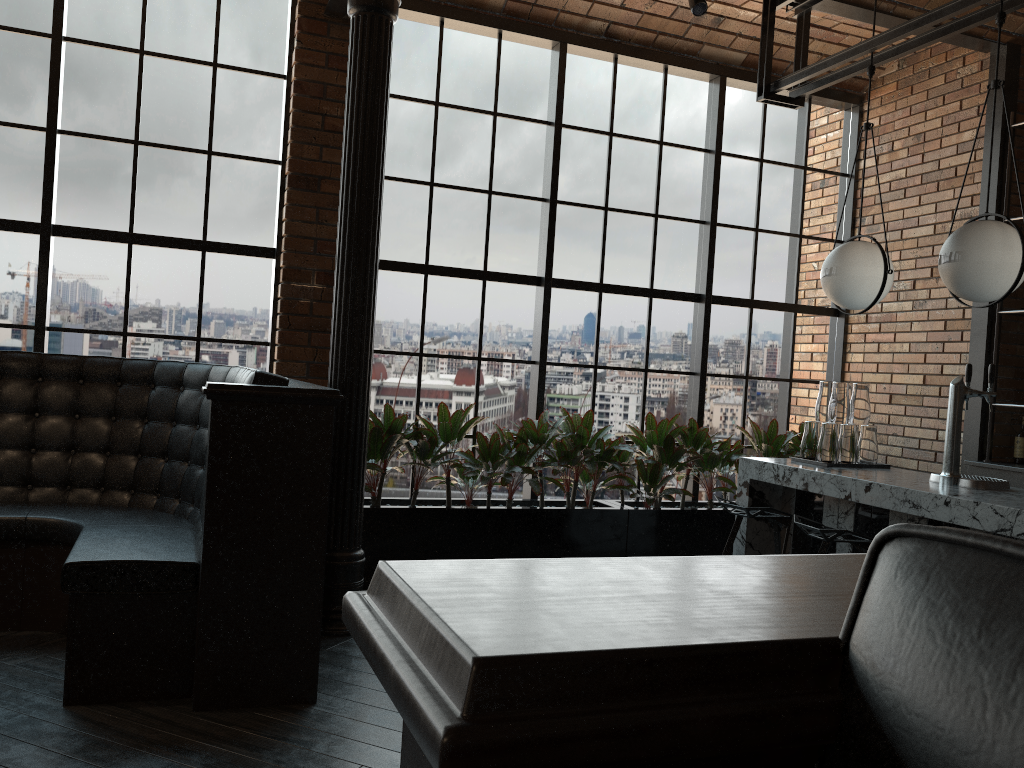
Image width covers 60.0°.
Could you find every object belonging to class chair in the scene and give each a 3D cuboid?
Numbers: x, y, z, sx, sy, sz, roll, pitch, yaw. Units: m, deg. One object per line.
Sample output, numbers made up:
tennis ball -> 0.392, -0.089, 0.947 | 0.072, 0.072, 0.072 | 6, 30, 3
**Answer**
chair -> 1.362, 0.933, 3.633 | 0.414, 0.737, 0.475 | 4, 1, -16
chair -> 1.160, 0.913, 4.166 | 0.414, 0.737, 0.475 | 3, 1, -31

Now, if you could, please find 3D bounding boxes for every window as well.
window -> -5.041, -0.994, 3.874 | 16.179, 3.253, 0.168 | 3, 1, -21

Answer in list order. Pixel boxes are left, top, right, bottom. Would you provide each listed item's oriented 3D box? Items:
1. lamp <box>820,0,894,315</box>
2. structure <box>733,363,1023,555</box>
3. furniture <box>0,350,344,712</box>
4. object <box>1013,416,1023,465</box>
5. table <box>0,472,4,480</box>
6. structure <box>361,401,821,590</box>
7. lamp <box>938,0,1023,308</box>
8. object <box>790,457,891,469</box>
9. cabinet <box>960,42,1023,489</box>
lamp -> 1.743, -1.217, 4.361 | 0.340, 1.754, 0.340 | 4, 1, 25
structure -> 3.014, 0.709, 2.448 | 1.930, 1.430, 5.346 | 3, 1, -21
furniture -> -3.538, 0.384, 3.186 | 5.451, 1.212, 1.979 | 3, 1, -21
object -> 3.153, 0.346, 5.473 | 0.086, 0.299, 0.086 | 4, 1, 28
table -> -2.287, 0.696, 2.952 | 0.872, 0.758, 0.872 | 3, 1, -21
structure -> 0.662, 0.696, 5.675 | 4.107, 1.072, 0.757 | 3, 1, -22
lamp -> 2.002, -1.191, 3.676 | 0.340, 1.754, 0.340 | 4, 1, 25
object -> 1.676, 0.402, 4.527 | 0.437, 0.019, 0.273 | 3, 1, -21
cabinet -> 3.666, -0.385, 4.114 | 0.564, 3.779, 7.075 | 3, 1, -21
